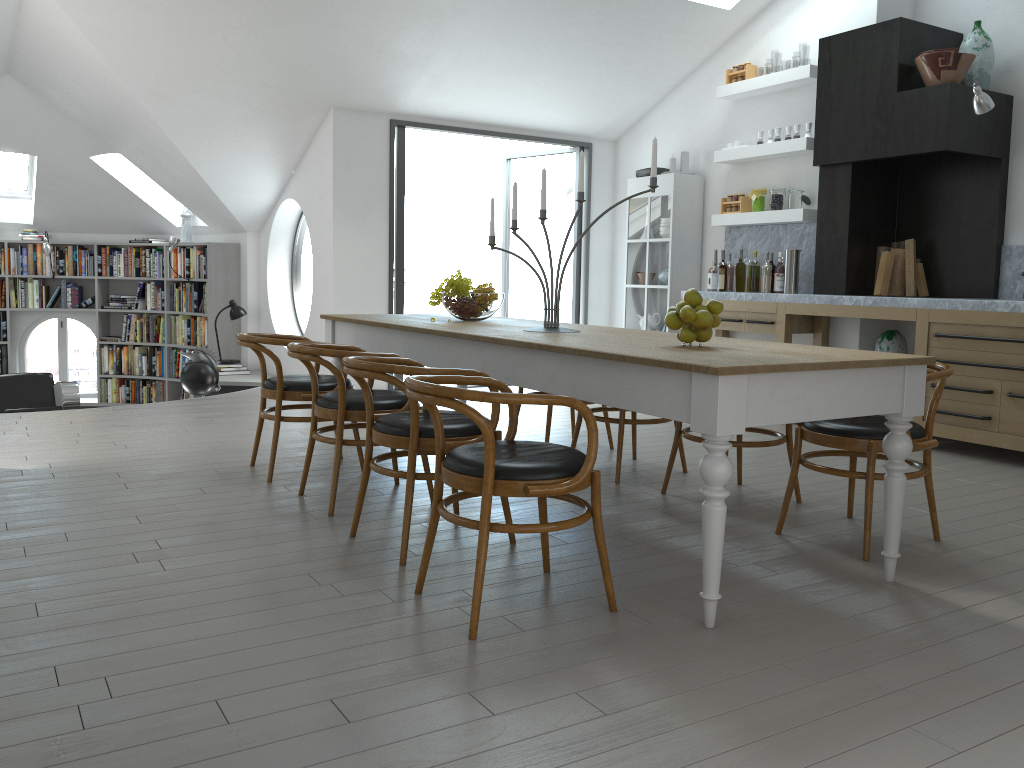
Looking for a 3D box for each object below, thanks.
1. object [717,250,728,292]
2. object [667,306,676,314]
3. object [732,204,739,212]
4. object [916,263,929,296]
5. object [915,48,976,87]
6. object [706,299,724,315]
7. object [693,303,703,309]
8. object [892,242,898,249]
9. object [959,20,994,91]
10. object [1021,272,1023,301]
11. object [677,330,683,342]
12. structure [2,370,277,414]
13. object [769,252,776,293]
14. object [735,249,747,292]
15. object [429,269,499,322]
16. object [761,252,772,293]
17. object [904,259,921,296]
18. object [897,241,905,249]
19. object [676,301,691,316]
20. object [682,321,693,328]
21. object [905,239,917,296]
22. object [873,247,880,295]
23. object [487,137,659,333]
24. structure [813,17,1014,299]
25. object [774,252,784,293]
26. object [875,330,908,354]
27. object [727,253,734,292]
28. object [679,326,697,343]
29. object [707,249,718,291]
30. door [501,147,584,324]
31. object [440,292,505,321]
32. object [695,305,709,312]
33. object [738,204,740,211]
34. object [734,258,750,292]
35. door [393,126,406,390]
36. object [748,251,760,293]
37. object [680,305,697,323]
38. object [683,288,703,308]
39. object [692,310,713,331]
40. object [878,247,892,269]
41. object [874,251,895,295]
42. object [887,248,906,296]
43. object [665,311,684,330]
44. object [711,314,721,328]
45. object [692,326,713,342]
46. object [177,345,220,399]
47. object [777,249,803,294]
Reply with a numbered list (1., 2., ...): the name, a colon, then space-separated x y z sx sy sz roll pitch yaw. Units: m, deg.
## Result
1. object: 1.743 -0.931 7.341 0.093 0.358 0.092 1 5 3
2. object: 0.619 -0.261 3.337 0.071 0.063 0.072 -4 8 -38
3. object: 1.899 -1.487 7.526 0.058 0.075 0.059 0 6 -8
4. object: 2.999 -0.762 6.506 0.057 0.251 0.114 -2 6 -28
5. object: 2.879 -2.077 5.920 0.366 0.236 0.349 0 6 -14
6. object: 0.749 -0.283 3.273 0.062 0.059 0.062 -2 7 -31
7. object: 0.692 -0.277 3.338 0.072 0.071 0.066 4 7 28
8. object: 2.894 -0.860 6.721 0.088 0.424 0.068 0 5 -17
9. object: 3.170 -2.223 6.064 0.231 0.502 0.231 2 5 10
10. object: 3.202 -0.627 5.303 0.246 0.267 0.247 -1 6 -21
11. object: 0.644 -0.182 3.322 0.050 0.050 0.051 -2 7 -28
12. structure: -4.668 0.298 8.392 4.710 0.691 4.722 3 7 13
13. object: 2.092 -0.899 7.164 0.085 0.330 0.085 -1 6 -23
14. object: 1.849 -0.913 7.175 0.092 0.358 0.092 2 5 12
15. object: -0.248 -0.489 4.890 0.292 0.283 0.394 4 7 22
16. object: 2.025 -0.886 7.057 0.085 0.330 0.085 -1 6 -23
17. object: 2.973 -0.782 6.584 0.105 0.295 0.110 5 6 33
18. object: 2.924 -0.839 6.656 0.110 0.457 0.089 -2 6 -31
19. object: 0.630 -0.277 3.259 0.058 0.057 0.053 -1 6 -17
20. object: 0.671 -0.224 3.357 0.060 0.056 0.059 -3 7 -37
21. object: 2.923 -0.848 6.475 0.078 0.426 0.148 1 5 4
22. object: 2.749 -0.849 6.646 0.075 0.358 0.057 0 5 -17
23. object: 0.252 -0.670 4.011 0.776 0.873 0.266 5 6 32
24. structure: 2.814 -1.570 6.350 0.781 1.879 1.078 -2 6 -31
25. object: 2.135 -0.886 7.066 0.081 0.329 0.081 1 5 -4
26. object: 2.801 -0.150 6.561 0.231 0.497 0.231 2 5 10
27. object: 1.841 -0.944 7.519 0.085 0.330 0.085 -1 6 -23
28. object: 0.646 -0.181 3.252 0.063 0.063 0.064 -1 6 -20
29. object: 1.723 -0.963 7.537 0.085 0.359 0.089 0 5 -10
30. door: 0.295 -1.253 9.322 1.053 2.340 0.080 6 7 43
31. object: -0.220 -0.426 4.896 0.360 0.159 0.360 6 8 39
32. object: 0.698 -0.268 3.265 0.053 0.050 0.053 5 7 29
33. object: 1.934 -1.480 7.469 0.058 0.075 0.059 0 6 -8
34. object: 1.944 -0.905 7.358 0.184 0.285 0.185 0 6 -7
35. door: -1.275 -1.174 8.396 0.080 2.340 1.054 -2 6 -31
36. object: 1.967 -0.908 7.188 0.092 0.338 0.092 0 5 -13
37. object: 0.638 -0.253 3.205 0.062 0.063 0.063 3 6 21
38. object: 0.672 -0.319 3.290 0.072 0.074 0.072 -2 7 -31
39. object: 0.692 -0.232 3.223 0.077 0.076 0.076 4 7 25
40. object: 2.767 -0.836 6.591 0.131 0.366 0.068 -1 5 -17
41. object: 2.732 -0.808 6.505 0.148 0.335 0.081 -4 7 -41
42. object: 2.842 -0.817 6.552 0.130 0.365 0.072 0 5 -13
43. object: 0.601 -0.234 3.280 0.070 0.072 0.071 4 6 23
44. object: 0.739 -0.232 3.253 0.051 0.053 0.053 -4 8 -40
45. object: 0.706 -0.192 3.295 0.078 0.074 0.080 3 6 13
46. object: -2.833 -0.077 8.027 0.321 0.561 0.320 5 6 31
47. object: 2.165 -0.874 6.899 0.114 0.338 0.165 -2 6 -28
